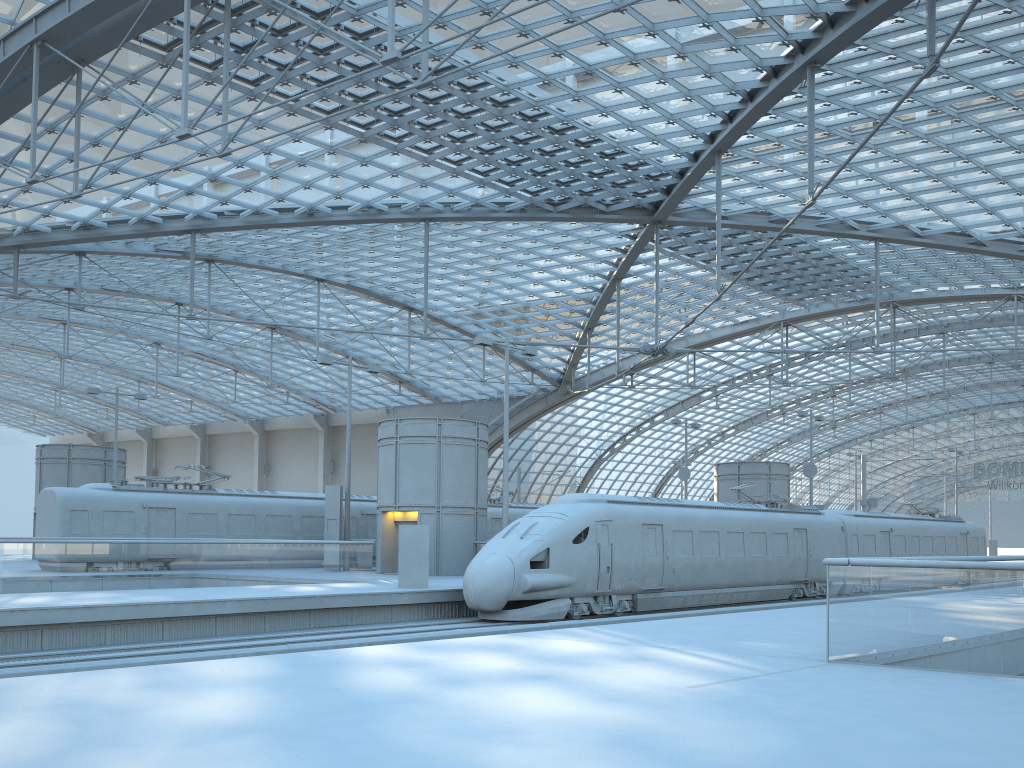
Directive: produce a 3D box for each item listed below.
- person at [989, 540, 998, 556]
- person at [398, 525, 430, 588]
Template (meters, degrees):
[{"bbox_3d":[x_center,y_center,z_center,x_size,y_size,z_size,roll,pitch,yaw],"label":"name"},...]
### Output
[{"bbox_3d":[42.880,14.687,78.284,0.001,1.604,0.713,3,-4,-41],"label":"person"},{"bbox_3d":[-2.577,4.571,23.188,0.875,1.697,0.001,-1,-3,18],"label":"person"}]
